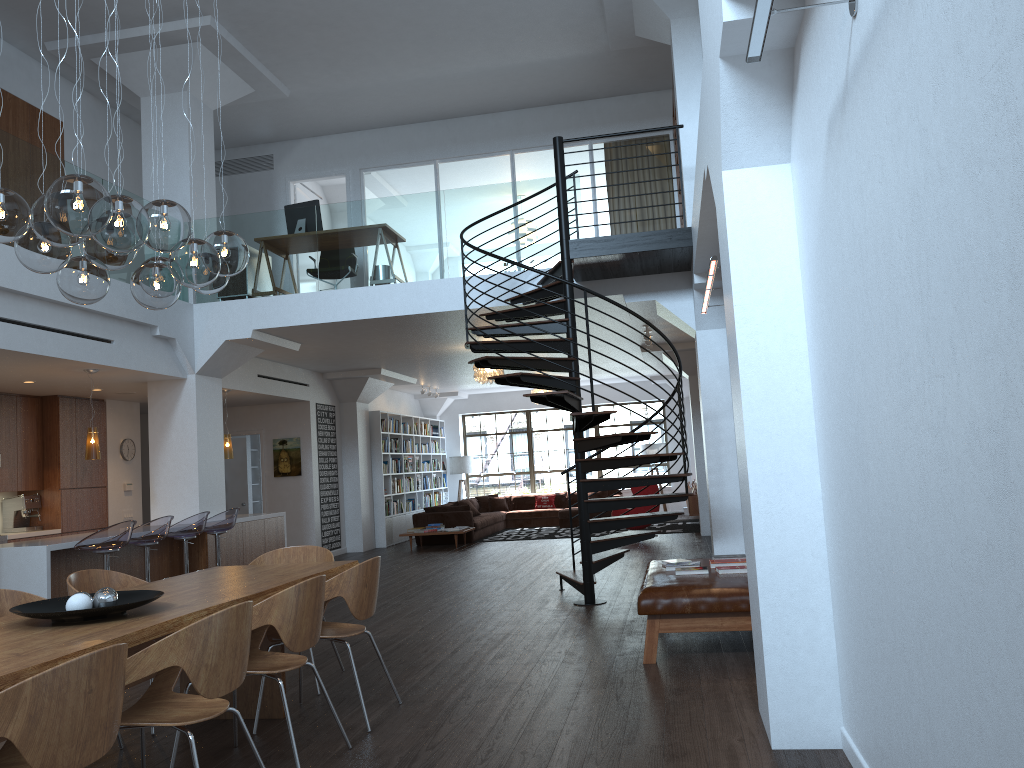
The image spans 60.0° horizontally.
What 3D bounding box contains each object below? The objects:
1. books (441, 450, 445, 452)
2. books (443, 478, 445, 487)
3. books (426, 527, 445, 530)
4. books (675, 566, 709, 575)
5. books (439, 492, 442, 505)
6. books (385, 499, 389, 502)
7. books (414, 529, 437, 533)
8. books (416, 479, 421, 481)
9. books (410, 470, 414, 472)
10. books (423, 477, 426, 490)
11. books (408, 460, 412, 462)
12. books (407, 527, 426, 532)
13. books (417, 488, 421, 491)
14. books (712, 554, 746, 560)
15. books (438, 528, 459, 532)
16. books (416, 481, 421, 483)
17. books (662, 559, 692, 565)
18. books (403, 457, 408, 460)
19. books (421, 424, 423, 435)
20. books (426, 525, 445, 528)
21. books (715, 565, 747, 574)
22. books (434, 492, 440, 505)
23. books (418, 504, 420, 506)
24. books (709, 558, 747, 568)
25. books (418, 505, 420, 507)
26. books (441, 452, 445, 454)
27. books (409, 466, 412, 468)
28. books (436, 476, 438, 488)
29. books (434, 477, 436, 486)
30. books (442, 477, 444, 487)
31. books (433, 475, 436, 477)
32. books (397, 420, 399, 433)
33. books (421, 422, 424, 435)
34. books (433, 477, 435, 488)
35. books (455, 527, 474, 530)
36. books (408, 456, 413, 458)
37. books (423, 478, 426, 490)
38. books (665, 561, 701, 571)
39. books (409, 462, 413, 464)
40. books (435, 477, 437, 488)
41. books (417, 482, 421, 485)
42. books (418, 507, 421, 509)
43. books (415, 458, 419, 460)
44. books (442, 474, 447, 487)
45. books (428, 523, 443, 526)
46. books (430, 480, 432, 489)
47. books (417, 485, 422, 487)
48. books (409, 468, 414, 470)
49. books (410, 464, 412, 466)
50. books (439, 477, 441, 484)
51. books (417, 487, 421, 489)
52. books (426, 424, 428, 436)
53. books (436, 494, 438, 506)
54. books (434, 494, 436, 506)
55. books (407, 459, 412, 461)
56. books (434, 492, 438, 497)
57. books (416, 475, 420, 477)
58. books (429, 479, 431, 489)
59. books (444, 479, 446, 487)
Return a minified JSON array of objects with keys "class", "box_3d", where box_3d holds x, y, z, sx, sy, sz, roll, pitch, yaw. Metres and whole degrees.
[{"class":"books","box_3d":[-1.678,1.518,19.928,0.284,0.033,0.197,-6,-6,25]},{"class":"books","box_3d":[-1.591,2.211,19.884,0.161,0.213,0.118,-5,-5,10]},{"class":"books","box_3d":[-1.316,2.498,15.310,0.312,0.037,0.216,-4,-5,0]},{"class":"books","box_3d":[1.257,1.305,6.197,0.224,0.032,0.161,-5,-5,10]},{"class":"books","box_3d":[-1.638,2.525,19.574,0.176,0.290,0.053,-5,-5,10]},{"class":"books","box_3d":[-2.317,2.095,15.918,0.174,0.045,0.240,-4,-5,0]},{"class":"books","box_3d":[-1.458,2.472,14.928,0.236,0.035,0.340,-7,-7,35]},{"class":"books","box_3d":[-1.980,1.951,17.986,0.223,0.032,0.161,-5,-5,10]},{"class":"books","box_3d":[-2.064,1.734,17.550,0.171,0.039,0.246,-5,-5,10]},{"class":"books","box_3d":[-1.884,2.065,18.357,0.182,0.255,0.077,-5,-5,10]},{"class":"books","box_3d":[-2.087,1.535,17.580,0.161,0.033,0.223,-5,-5,10]},{"class":"books","box_3d":[-1.638,2.514,15.307,0.241,0.045,0.334,-5,-5,12]},{"class":"books","box_3d":[-1.979,2.143,17.958,0.246,0.038,0.171,-5,-5,10]},{"class":"books","box_3d":[1.662,1.330,6.758,0.254,0.044,0.183,-4,-5,5]},{"class":"books","box_3d":[-1.065,2.439,14.849,0.231,0.040,0.342,1,-7,-40]},{"class":"books","box_3d":[-1.985,1.985,17.978,0.253,0.040,0.183,-5,-5,10]},{"class":"books","box_3d":[1.257,1.365,6.789,0.161,0.031,0.223,-2,-5,-12]},{"class":"books","box_3d":[-2.142,1.448,17.193,0.174,0.045,0.240,-4,-5,10]},{"class":"books","box_3d":[-1.951,0.957,18.495,0.171,0.246,0.057,-5,-5,10]},{"class":"books","box_3d":[-1.322,2.463,15.318,0.279,0.035,0.191,-6,-6,20]},{"class":"books","box_3d":[1.529,1.282,6.123,0.224,0.036,0.161,-4,-5,4]},{"class":"books","box_3d":[-1.656,2.502,19.356,0.140,0.298,0.044,-5,-5,10]},{"class":"books","box_3d":[-2.004,2.445,17.911,0.254,0.032,0.174,-5,-6,15]},{"class":"books","box_3d":[1.586,1.304,6.448,0.283,0.043,0.197,-4,-5,10]},{"class":"books","box_3d":[-1.999,2.477,17.904,0.284,0.033,0.197,-3,-5,-5]},{"class":"books","box_3d":[-1.676,1.552,19.925,0.284,0.035,0.197,-8,-7,40]},{"class":"books","box_3d":[-2.097,1.657,17.555,0.180,0.042,0.259,-5,-5,10]},{"class":"books","box_3d":[-1.703,2.146,19.344,0.183,0.253,0.042,-5,-5,10]},{"class":"books","box_3d":[-1.742,2.133,19.159,0.183,0.253,0.039,-5,-5,10]},{"class":"books","box_3d":[-1.609,2.192,19.787,0.172,0.235,0.112,-5,-5,10]},{"class":"books","box_3d":[-1.772,1.985,19.077,0.223,0.031,0.161,-5,-5,10]},{"class":"books","box_3d":[-2.241,0.821,16.878,0.182,0.255,0.077,-5,-5,10]},{"class":"books","box_3d":[-1.940,0.942,18.579,0.176,0.290,0.053,-5,-5,10]},{"class":"books","box_3d":[-1.751,2.122,19.055,0.174,0.251,0.051,-5,-5,10]},{"class":"books","box_3d":[-0.850,2.455,15.159,0.256,0.035,0.350,-7,-7,35]},{"class":"books","box_3d":[-2.077,1.447,17.597,0.129,0.043,0.185,-6,-6,24]},{"class":"books","box_3d":[-1.885,2.067,18.316,0.174,0.243,0.085,-5,-5,10]},{"class":"books","box_3d":[1.248,1.329,6.467,0.247,0.040,0.185,-5,-5,13]},{"class":"books","box_3d":[-2.079,1.570,17.569,0.183,0.042,0.253,-5,-5,10]},{"class":"books","box_3d":[-1.726,2.140,19.226,0.171,0.246,0.036,-5,-5,10]},{"class":"books","box_3d":[-1.977,2.026,17.981,0.231,0.044,0.168,-4,-5,5]},{"class":"books","box_3d":[-1.996,2.511,17.901,0.284,0.035,0.197,-5,-5,10]},{"class":"books","box_3d":[-2.016,1.518,17.916,0.223,0.031,0.161,-5,-5,10]},{"class":"books","box_3d":[-1.570,2.185,20.037,0.176,0.290,0.053,-5,-5,10]},{"class":"books","box_3d":[-1.320,2.432,15.318,0.224,0.027,0.157,-5,-6,15]},{"class":"books","box_3d":[-1.794,2.121,18.808,0.161,0.218,0.101,-5,-5,10]},{"class":"books","box_3d":[-1.986,2.070,17.993,0.259,0.040,0.180,-5,-5,10]},{"class":"books","box_3d":[-2.070,1.695,17.552,0.160,0.039,0.251,-5,-6,15]},{"class":"books","box_3d":[-2.083,1.613,17.571,0.168,0.045,0.231,-4,-5,5]},{"class":"books","box_3d":[-1.663,2.178,19.563,0.168,0.228,0.139,-5,-5,10]},{"class":"books","box_3d":[-1.983,2.106,17.965,0.251,0.037,0.160,-5,-6,15]},{"class":"books","box_3d":[-1.888,0.979,18.813,0.183,0.253,0.034,-5,-5,10]},{"class":"books","box_3d":[-1.699,2.511,19.189,0.183,0.253,0.037,-5,-5,10]},{"class":"books","box_3d":[-1.736,2.498,19.012,0.183,0.253,0.036,-5,-5,10]},{"class":"books","box_3d":[-2.099,1.509,17.609,0.223,0.027,0.161,-4,-5,0]},{"class":"books","box_3d":[-1.706,2.502,19.250,0.198,0.284,0.066,-5,-5,10]},{"class":"books","box_3d":[-1.976,1.864,17.979,0.185,0.041,0.129,-6,-6,24]},{"class":"books","box_3d":[-1.813,2.101,18.747,0.159,0.248,0.089,-5,-5,10]},{"class":"books","box_3d":[-1.588,2.217,19.934,0.161,0.213,0.146,-5,-5,10]}]
